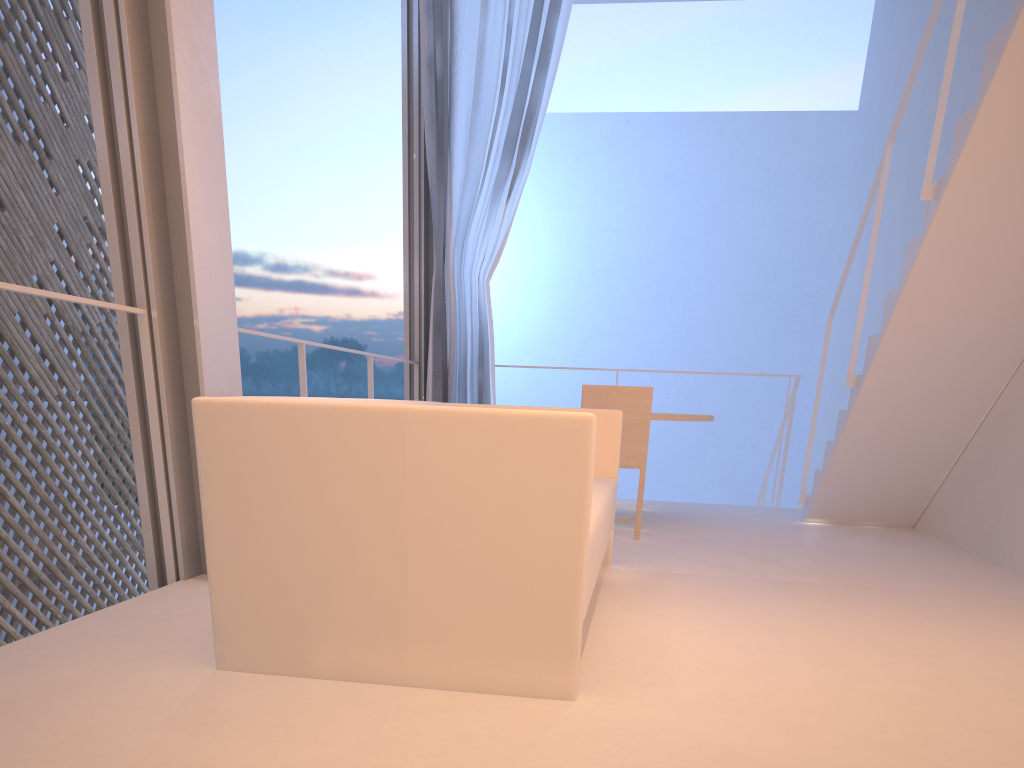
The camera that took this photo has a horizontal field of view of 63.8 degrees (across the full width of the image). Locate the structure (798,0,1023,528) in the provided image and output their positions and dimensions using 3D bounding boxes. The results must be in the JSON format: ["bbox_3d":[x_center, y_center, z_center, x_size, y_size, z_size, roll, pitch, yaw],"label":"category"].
[{"bbox_3d":[0.607,0.254,3.282,1.724,3.571,3.396,5,9,9],"label":"structure"}]

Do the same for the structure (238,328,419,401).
[{"bbox_3d":[-0.508,0.186,2.493,0.028,0.591,1.599,5,2,10],"label":"structure"}]

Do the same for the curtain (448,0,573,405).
[{"bbox_3d":[0.021,-0.845,2.908,0.515,2.615,0.087,3,18,4],"label":"curtain"}]

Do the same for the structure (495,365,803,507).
[{"bbox_3d":[0.522,0.884,4.195,1.361,1.934,1.328,4,12,9],"label":"structure"}]

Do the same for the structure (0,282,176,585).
[{"bbox_3d":[-0.798,0.138,0.779,0.028,0.591,1.601,5,2,10],"label":"structure"}]

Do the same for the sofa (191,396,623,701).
[{"bbox_3d":[-0.078,0.228,1.487,0.498,0.394,0.925,3,2,9],"label":"sofa"}]
